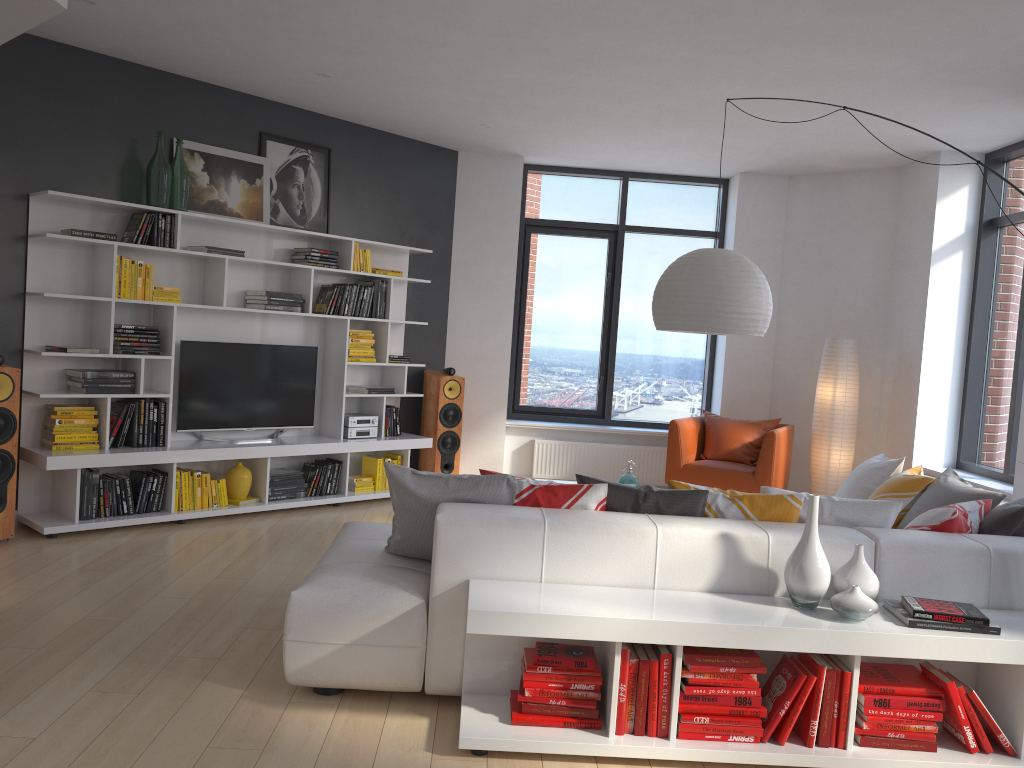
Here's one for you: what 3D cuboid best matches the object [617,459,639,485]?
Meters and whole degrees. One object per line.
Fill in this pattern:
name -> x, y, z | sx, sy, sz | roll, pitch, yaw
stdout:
object -> 0.604, 0.566, 5.229 | 0.330, 0.265, 0.330 | 5, 3, 22

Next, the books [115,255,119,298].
books -> -2.551, -0.679, 5.620 | 0.204, 0.270, 0.029 | 7, 4, 43

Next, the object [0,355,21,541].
object -> -3.093, 0.357, 5.106 | 0.434, 1.088, 0.290 | 5, 3, 28

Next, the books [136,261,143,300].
books -> -2.451, -0.669, 5.744 | 0.185, 0.250, 0.035 | 7, 4, 43

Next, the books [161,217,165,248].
books -> -2.325, -0.991, 5.822 | 0.147, 0.200, 0.021 | 7, 4, 43

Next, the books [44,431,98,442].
books -> -2.765, 0.324, 5.556 | 0.198, 0.044, 0.255 | 7, 4, 43

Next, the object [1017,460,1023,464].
object -> 1.997, 0.481, 3.047 | 0.406, 0.744, 0.607 | 6, 4, 38

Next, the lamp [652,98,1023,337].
lamp -> 2.099, -0.008, 3.851 | 3.199, 2.647, 0.710 | 6, 4, 34

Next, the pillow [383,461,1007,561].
pillow -> 0.865, 0.585, 4.039 | 2.953, 0.453, 0.647 | 3, 3, -14

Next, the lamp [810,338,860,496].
lamp -> 2.761, 0.416, 7.134 | 0.502, 1.550, 0.804 | 1, 4, -42

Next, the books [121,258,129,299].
books -> -2.519, -0.673, 5.675 | 0.198, 0.255, 0.044 | 7, 4, 43

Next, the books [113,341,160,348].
books -> -2.471, -0.262, 5.779 | 0.209, 0.030, 0.266 | 7, 4, 41

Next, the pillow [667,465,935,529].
pillow -> 1.480, 0.635, 4.273 | 2.095, 0.440, 0.630 | 1, 4, -45

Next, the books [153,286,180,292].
books -> -2.326, -0.632, 5.882 | 0.138, 0.026, 0.186 | 7, 4, 43

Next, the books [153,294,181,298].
books -> -2.322, -0.582, 5.881 | 0.148, 0.011, 0.196 | 7, 4, 43

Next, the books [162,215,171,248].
books -> -2.306, -0.999, 5.844 | 0.169, 0.218, 0.038 | 7, 4, 43

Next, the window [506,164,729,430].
window -> 0.988, -0.803, 8.458 | 1.960, 2.402, 0.170 | 4, 3, -2

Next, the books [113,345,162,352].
books -> -2.455, -0.233, 5.773 | 0.189, 0.025, 0.270 | 7, 4, 42

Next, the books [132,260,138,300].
books -> -2.471, -0.670, 5.726 | 0.180, 0.251, 0.019 | 7, 4, 43

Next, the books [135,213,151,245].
books -> -2.419, -0.998, 5.738 | 0.171, 0.214, 0.087 | 7, 4, 43

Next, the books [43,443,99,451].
books -> -2.757, 0.387, 5.551 | 0.270, 0.029, 0.204 | 1, 4, -42

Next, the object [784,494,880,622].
object -> 1.127, 0.593, 3.107 | 0.316, 0.398, 0.319 | 5, 3, 22

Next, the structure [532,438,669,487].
structure -> 0.923, 0.781, 8.212 | 1.474, 0.460, 0.110 | 4, 3, -2

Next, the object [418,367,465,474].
object -> -0.643, 0.387, 7.704 | 0.290, 1.088, 0.434 | 2, 4, -32

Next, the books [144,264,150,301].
books -> -2.414, -0.661, 5.783 | 0.172, 0.234, 0.024 | 7, 4, 43

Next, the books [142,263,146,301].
books -> -2.433, -0.664, 5.767 | 0.169, 0.239, 0.023 | 7, 4, 43

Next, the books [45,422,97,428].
books -> -2.768, 0.254, 5.561 | 0.180, 0.019, 0.251 | 7, 4, 43

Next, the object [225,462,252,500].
object -> -1.940, 0.681, 6.289 | 0.185, 0.257, 0.185 | 5, 3, 21

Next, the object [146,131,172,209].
object -> -2.299, -1.392, 5.780 | 0.157, 0.507, 0.157 | 2, 4, -33

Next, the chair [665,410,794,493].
chair -> 1.840, 0.684, 7.402 | 0.896, 0.858, 0.843 | 6, 3, 30

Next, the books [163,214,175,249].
books -> -2.281, -1.005, 5.859 | 0.174, 0.230, 0.019 | 7, 4, 43

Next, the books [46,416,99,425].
books -> -2.758, 0.227, 5.566 | 0.250, 0.035, 0.185 | 1, 4, -44

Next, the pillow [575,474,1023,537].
pillow -> 1.296, 0.635, 3.730 | 2.120, 0.436, 0.608 | 4, 3, -6

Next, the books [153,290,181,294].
books -> -2.316, -0.611, 5.877 | 0.134, 0.014, 0.187 | 7, 4, 43

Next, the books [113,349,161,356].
books -> -2.456, -0.208, 5.772 | 0.189, 0.026, 0.263 | 7, 4, 41

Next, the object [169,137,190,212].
object -> -2.234, -1.395, 5.932 | 0.157, 0.507, 0.157 | 2, 4, -33

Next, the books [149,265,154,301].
books -> -2.398, -0.661, 5.804 | 0.172, 0.234, 0.024 | 7, 4, 43

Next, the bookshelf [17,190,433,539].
bookshelf -> -1.812, -0.107, 6.388 | 0.455, 2.052, 3.000 | 7, 4, 43

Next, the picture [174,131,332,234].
picture -> -1.856, -1.494, 6.472 | 0.076, 0.707, 1.279 | 7, 4, 43

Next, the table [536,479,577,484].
table -> 0.342, 0.891, 5.394 | 1.091, 0.435, 1.091 | 4, 3, -2

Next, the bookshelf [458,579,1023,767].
bookshelf -> 1.132, 1.045, 3.073 | 2.600, 0.500, 0.356 | 4, 3, -2

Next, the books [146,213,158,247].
books -> -2.358, -1.000, 5.786 | 0.156, 0.221, 0.021 | 7, 4, 43

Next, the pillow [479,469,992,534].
pillow -> 0.969, 0.640, 3.713 | 2.250, 0.449, 0.575 | 4, 3, -4

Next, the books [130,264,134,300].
books -> -2.473, -0.656, 5.699 | 0.156, 0.229, 0.024 | 7, 4, 43

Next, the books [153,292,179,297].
books -> -2.310, -0.594, 5.863 | 0.113, 0.018, 0.169 | 7, 4, 44

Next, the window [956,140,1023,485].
window -> 3.602, -0.504, 6.122 | 0.170, 2.402, 1.310 | 4, 3, -2

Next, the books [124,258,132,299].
books -> -2.500, -0.675, 5.699 | 0.199, 0.263, 0.015 | 7, 4, 43

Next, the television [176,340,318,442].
television -> -1.909, 0.057, 6.466 | 0.207, 0.704, 1.102 | 7, 4, 43

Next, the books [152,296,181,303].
books -> -2.321, -0.559, 5.879 | 0.147, 0.033, 0.190 | 7, 4, 43

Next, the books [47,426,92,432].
books -> -2.765, 0.276, 5.540 | 0.228, 0.024, 0.152 | 1, 4, -43

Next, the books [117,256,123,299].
books -> -2.539, -0.680, 5.646 | 0.213, 0.270, 0.025 | 7, 4, 43

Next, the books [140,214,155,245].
books -> -2.391, -0.997, 5.750 | 0.154, 0.212, 0.074 | 7, 4, 42

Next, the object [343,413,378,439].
object -> -1.264, 0.334, 7.098 | 0.270, 0.174, 0.285 | 7, 4, 43

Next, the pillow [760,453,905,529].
pillow -> 1.671, 0.616, 4.528 | 0.580, 0.456, 2.156 | 5, 3, 24

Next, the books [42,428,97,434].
books -> -2.775, 0.293, 5.563 | 0.263, 0.015, 0.198 | 1, 4, -44

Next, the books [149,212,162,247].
books -> -2.345, -1.006, 5.807 | 0.176, 0.232, 0.025 | 7, 4, 43
